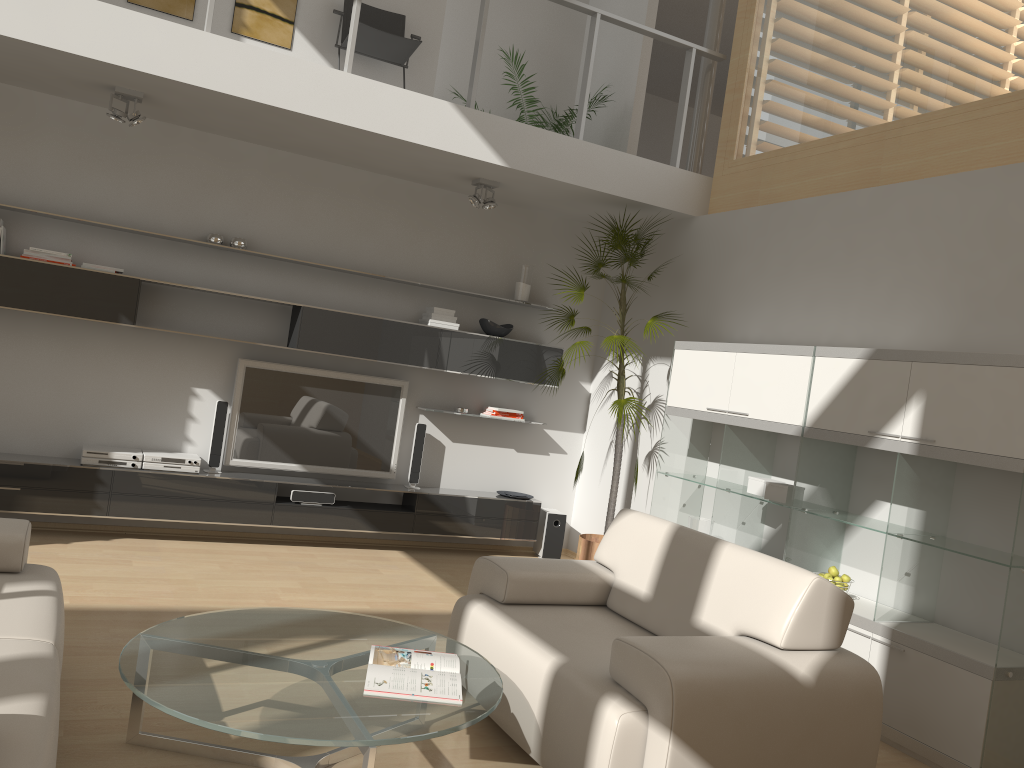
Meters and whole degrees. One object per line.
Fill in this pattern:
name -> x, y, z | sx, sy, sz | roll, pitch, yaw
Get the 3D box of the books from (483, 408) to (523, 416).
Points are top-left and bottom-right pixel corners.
books -> -0.071, 0.214, 6.852 | 0.254, 0.015, 0.190 | 8, 0, -25

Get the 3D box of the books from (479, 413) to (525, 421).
books -> -0.081, 0.253, 6.846 | 0.296, 0.013, 0.210 | 8, 0, -26

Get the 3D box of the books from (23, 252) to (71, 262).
books -> -2.830, -0.769, 5.397 | 0.254, 0.015, 0.190 | 8, 0, -30

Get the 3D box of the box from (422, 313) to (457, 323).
box -> -0.537, -0.485, 6.556 | 0.200, 0.047, 0.200 | 8, 0, -26

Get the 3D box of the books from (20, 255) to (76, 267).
books -> -2.821, -0.742, 5.404 | 0.297, 0.013, 0.210 | 8, 0, -26

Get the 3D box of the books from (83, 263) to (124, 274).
books -> -2.557, -0.722, 5.544 | 0.230, 0.017, 0.227 | 8, 0, -26

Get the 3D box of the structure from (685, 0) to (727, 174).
structure -> 1.507, -2.684, 6.588 | 0.122, 2.400, 0.121 | 8, 0, 16

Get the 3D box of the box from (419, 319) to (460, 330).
box -> -0.541, -0.437, 6.555 | 0.232, 0.047, 0.232 | 8, 0, -26

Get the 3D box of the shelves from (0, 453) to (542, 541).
shelves -> -1.739, 0.787, 6.057 | 4.236, 0.312, 0.300 | 8, 0, -26

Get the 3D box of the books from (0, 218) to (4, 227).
books -> -3.070, -0.877, 5.295 | 0.021, 0.210, 0.207 | 8, 0, -26

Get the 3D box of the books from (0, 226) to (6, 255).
books -> -3.052, -0.854, 5.321 | 0.023, 0.169, 0.230 | 8, 0, -26

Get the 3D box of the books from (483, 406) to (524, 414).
books -> -0.066, 0.199, 6.839 | 0.227, 0.017, 0.230 | 8, 0, -31

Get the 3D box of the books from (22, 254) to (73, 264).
books -> -2.824, -0.755, 5.402 | 0.268, 0.011, 0.190 | 8, 0, -25

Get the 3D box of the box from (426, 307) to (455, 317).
box -> -0.529, -0.532, 6.554 | 0.168, 0.047, 0.168 | 8, 0, -26

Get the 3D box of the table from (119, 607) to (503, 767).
table -> -0.648, 1.080, 2.873 | 1.198, 0.370, 1.198 | 8, 0, -9

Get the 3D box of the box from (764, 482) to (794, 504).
box -> 1.485, 0.596, 4.842 | 0.146, 0.094, 0.146 | 8, 0, -36

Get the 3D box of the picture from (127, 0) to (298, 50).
picture -> -2.142, -3.293, 5.721 | 1.684, 1.800, 0.010 | 8, 0, -26

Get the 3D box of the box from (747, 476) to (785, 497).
box -> 1.443, 0.589, 5.044 | 0.146, 0.094, 0.146 | 8, 0, -21

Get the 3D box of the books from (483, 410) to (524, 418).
books -> -0.065, 0.230, 6.853 | 0.254, 0.015, 0.190 | 8, 0, -30

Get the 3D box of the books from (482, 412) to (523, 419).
books -> -0.075, 0.242, 6.847 | 0.268, 0.011, 0.190 | 8, 0, -25

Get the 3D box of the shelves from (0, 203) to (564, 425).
shelves -> -1.569, -0.400, 6.051 | 4.236, 0.914, 0.300 | 8, 0, -26

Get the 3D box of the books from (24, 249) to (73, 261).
books -> -2.820, -0.783, 5.397 | 0.254, 0.015, 0.190 | 8, 0, -25

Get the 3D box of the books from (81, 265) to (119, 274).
books -> -2.572, -0.708, 5.542 | 0.190, 0.015, 0.254 | 8, 0, -20

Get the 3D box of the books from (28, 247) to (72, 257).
books -> -2.820, -0.799, 5.411 | 0.227, 0.017, 0.230 | 8, 0, -31

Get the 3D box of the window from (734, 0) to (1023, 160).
window -> 2.262, -2.568, 5.056 | 0.020, 2.200, 2.525 | 8, 0, -26

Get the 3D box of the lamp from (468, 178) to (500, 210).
lamp -> -0.197, -1.313, 6.175 | 0.214, 0.195, 0.150 | 8, 0, -26

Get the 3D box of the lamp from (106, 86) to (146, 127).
lamp -> -2.240, -1.602, 5.163 | 0.214, 0.195, 0.150 | 8, 0, -26

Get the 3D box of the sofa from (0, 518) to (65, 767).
sofa -> -1.828, 0.671, 2.363 | 1.168, 0.846, 2.093 | 8, 0, -26

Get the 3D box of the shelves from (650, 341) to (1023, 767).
shelves -> 1.622, 0.698, 4.693 | 0.408, 1.756, 2.432 | 8, 0, -26

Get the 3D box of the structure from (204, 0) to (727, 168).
structure -> -0.931, -2.271, 5.260 | 5.400, 0.900, 0.080 | 8, 0, -26

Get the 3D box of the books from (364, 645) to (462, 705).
books -> -0.317, 0.922, 2.874 | 0.297, 0.037, 0.440 | 8, 0, -6
